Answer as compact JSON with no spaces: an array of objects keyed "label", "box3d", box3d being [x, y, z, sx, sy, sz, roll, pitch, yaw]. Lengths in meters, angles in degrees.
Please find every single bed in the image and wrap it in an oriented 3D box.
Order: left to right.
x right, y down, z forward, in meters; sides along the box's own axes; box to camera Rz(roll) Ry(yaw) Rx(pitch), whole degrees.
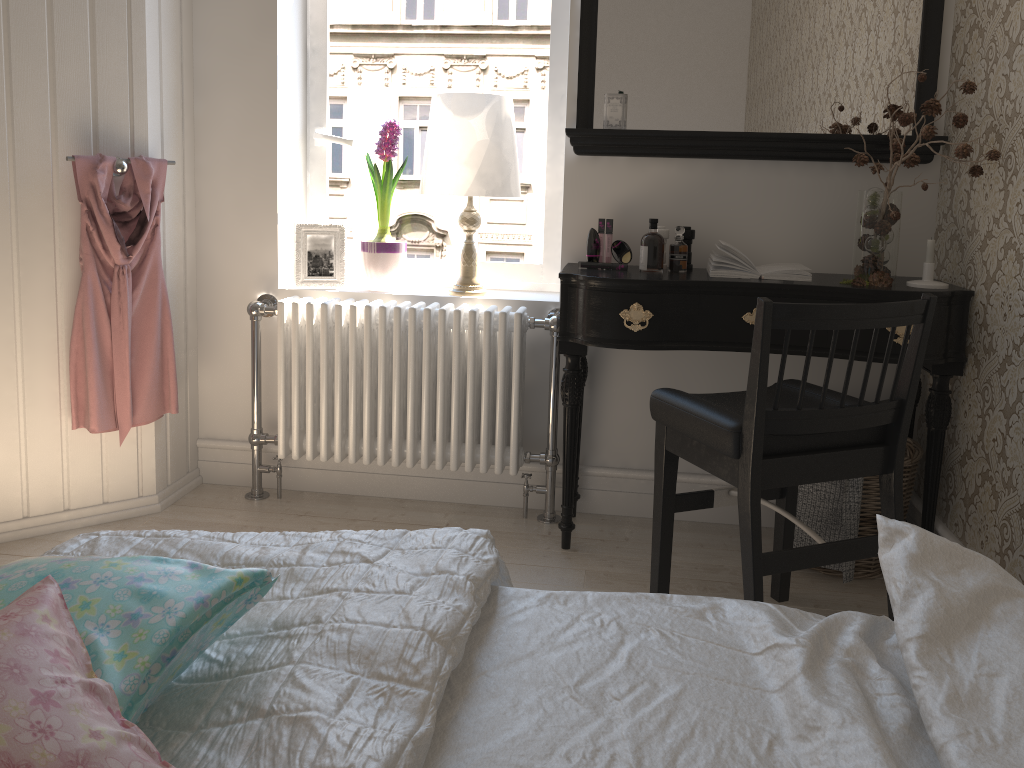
[{"label":"bed","box3d":[-0.046,0.569,0.823,2.212,0.623,1.984,3,12,8]}]

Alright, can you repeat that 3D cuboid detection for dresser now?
[{"label":"dresser","box3d":[-1.566,-0.874,2.655,1.025,2.550,0.710,3,8,7]}]

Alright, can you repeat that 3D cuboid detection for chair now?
[{"label":"chair","box3d":[0.619,0.200,2.035,0.457,0.850,0.464,-2,9,-22]}]

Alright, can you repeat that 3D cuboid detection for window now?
[{"label":"window","box3d":[-0.257,-1.219,3.038,0.950,1.760,0.112,3,7,8]}]

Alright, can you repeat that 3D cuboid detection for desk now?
[{"label":"desk","box3d":[0.684,0.094,2.591,1.105,0.813,0.442,3,9,7]}]

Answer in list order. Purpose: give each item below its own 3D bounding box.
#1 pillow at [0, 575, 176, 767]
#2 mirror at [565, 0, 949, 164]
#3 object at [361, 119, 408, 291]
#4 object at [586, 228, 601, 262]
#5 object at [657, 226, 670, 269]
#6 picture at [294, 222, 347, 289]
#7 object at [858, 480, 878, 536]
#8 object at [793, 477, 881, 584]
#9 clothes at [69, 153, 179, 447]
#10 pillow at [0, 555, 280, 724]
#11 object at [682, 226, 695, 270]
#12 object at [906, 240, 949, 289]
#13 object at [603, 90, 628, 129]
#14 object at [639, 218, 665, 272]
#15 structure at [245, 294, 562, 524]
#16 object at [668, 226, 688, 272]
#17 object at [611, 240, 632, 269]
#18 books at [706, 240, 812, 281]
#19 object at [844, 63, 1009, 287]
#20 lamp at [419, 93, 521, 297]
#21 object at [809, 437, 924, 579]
[{"label":"pillow","box3d":[-0.449,0.333,0.655,0.356,0.199,0.397,11,15,39]},{"label":"mirror","box3d":[0.727,-0.962,2.644,1.118,0.565,0.067,3,7,8]},{"label":"object","box3d":[-0.434,-0.606,2.994,0.156,0.570,0.159,1,8,-7]},{"label":"object","box3d":[0.250,-0.419,2.705,0.055,0.119,0.031,-6,11,-44]},{"label":"object","box3d":[0.451,-0.417,2.702,0.057,0.132,0.058,-3,10,-31]},{"label":"picture","box3d":[-0.651,-0.436,3.000,0.176,0.223,0.050,0,8,-12]},{"label":"object","box3d":[0.904,0.293,2.592,0.367,0.328,0.307,3,10,8]},{"label":"object","box3d":[0.944,0.320,2.552,0.351,0.351,0.293,-8,13,-43]},{"label":"clothes","box3d":[-1.162,-0.249,2.651,0.093,0.865,0.332,7,10,36]},{"label":"pillow","box3d":[-0.501,0.288,0.941,0.362,0.166,0.387,4,12,12]},{"label":"object","box3d":[0.532,-0.418,2.718,0.057,0.132,0.058,-3,10,-31]},{"label":"object","box3d":[1.135,-0.327,2.400,0.105,0.129,0.105,10,13,42]},{"label":"object","box3d":[0.319,-0.843,2.719,0.072,0.120,0.037,4,8,12]},{"label":"object","box3d":[0.416,-0.410,2.612,0.070,0.156,0.071,2,8,2]},{"label":"structure","box3d":[-0.357,0.074,2.873,1.068,0.674,0.168,3,8,8]},{"label":"object","box3d":[0.496,-0.401,2.626,0.054,0.137,0.055,-6,11,-43]},{"label":"object","box3d":[0.316,-0.395,2.682,0.083,0.084,0.080,-7,13,-42]},{"label":"books","box3d":[0.718,-0.364,2.581,0.279,0.094,0.230,4,12,9]},{"label":"object","box3d":[1.056,-0.532,2.330,0.317,0.591,0.550,-2,10,-21]},{"label":"lamp","box3d":[-0.139,-0.621,2.931,0.340,0.644,0.345,5,9,19]},{"label":"object","box3d":[0.975,0.302,2.582,0.396,0.427,0.396,10,13,39]}]
